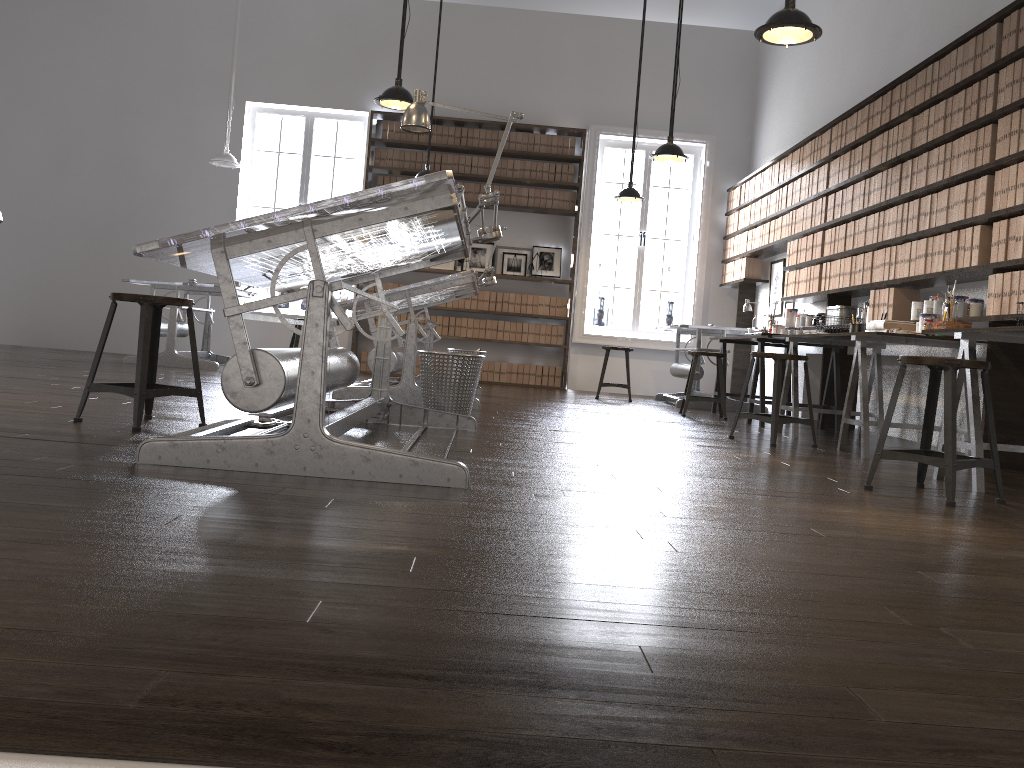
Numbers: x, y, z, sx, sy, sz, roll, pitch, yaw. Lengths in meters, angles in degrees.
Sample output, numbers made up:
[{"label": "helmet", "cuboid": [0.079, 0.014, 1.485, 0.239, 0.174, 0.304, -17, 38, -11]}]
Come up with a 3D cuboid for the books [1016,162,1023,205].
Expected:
[{"label": "books", "cuboid": [2.638, -0.995, 4.444, 0.174, 0.225, 0.066, 5, 0, -2]}]

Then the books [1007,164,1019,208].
[{"label": "books", "cuboid": [2.634, -0.999, 4.516, 0.174, 0.226, 0.067, 5, 0, -1]}]

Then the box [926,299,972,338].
[{"label": "box", "cuboid": [2.306, -0.346, 4.672, 0.137, 0.207, 0.212, 5, 1, -1]}]

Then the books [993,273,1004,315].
[{"label": "books", "cuboid": [2.587, -0.450, 4.559, 0.174, 0.226, 0.066, 5, 0, -2]}]

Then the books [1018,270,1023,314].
[{"label": "books", "cuboid": [2.599, -0.441, 4.358, 0.174, 0.225, 0.066, 5, 0, -1]}]

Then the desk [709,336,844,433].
[{"label": "desk", "cuboid": [2.098, -0.021, 7.136, 0.655, 0.669, 1.669, 5, 2, -2]}]

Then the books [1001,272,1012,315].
[{"label": "books", "cuboid": [2.589, -0.447, 4.487, 0.174, 0.226, 0.067, 5, 0, -1]}]

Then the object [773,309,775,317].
[{"label": "object", "cuboid": [2.255, -0.553, 7.655, 0.006, 0.193, 0.055, 5, 0, -3]}]

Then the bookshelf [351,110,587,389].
[{"label": "bookshelf", "cuboid": [-0.532, -1.176, 10.315, 2.473, 3.725, 0.412, 5, -1, -1]}]

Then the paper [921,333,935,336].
[{"label": "paper", "cuboid": [2.146, -0.272, 4.683, 0.137, 0.038, 0.155, 5, 2, 13]}]

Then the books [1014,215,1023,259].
[{"label": "books", "cuboid": [2.615, -0.720, 4.416, 0.174, 0.226, 0.066, 5, 0, -2]}]

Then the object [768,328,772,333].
[{"label": "object", "cuboid": [2.202, -0.419, 7.532, 0.049, 0.112, 0.049, 5, 0, -5]}]

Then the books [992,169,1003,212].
[{"label": "books", "cuboid": [2.636, -1.004, 4.657, 0.174, 0.226, 0.066, 5, 0, -2]}]

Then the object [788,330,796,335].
[{"label": "object", "cuboid": [2.304, -0.396, 7.303, 0.063, 0.093, 0.063, 4, 0, -42]}]

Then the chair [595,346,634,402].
[{"label": "chair", "cuboid": [1.020, -0.099, 8.713, 0.358, 0.528, 0.371, 5, 0, 7]}]

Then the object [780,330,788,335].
[{"label": "object", "cuboid": [2.259, -0.402, 7.357, 0.062, 0.094, 0.061, 5, 0, 39]}]

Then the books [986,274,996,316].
[{"label": "books", "cuboid": [2.588, -0.453, 4.632, 0.174, 0.226, 0.066, 5, 0, -2]}]

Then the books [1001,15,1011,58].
[{"label": "books", "cuboid": [2.701, -1.826, 4.692, 0.174, 0.225, 0.066, 5, 0, -1]}]

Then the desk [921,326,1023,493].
[{"label": "desk", "cuboid": [2.199, 0.147, 3.232, 0.655, 0.669, 1.669, 5, 2, -2]}]

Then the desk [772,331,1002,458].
[{"label": "desk", "cuboid": [2.144, 0.055, 5.372, 0.655, 0.669, 1.669, 5, 2, -2]}]

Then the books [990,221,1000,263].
[{"label": "books", "cuboid": [2.614, -0.729, 4.636, 0.174, 0.225, 0.066, 5, 0, -2]}]

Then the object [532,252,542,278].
[{"label": "object", "cuboid": [0.282, -1.369, 10.206, 0.118, 0.304, 0.040, 5, -1, -1]}]

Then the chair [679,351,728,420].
[{"label": "chair", "cuboid": [1.551, 0.009, 7.116, 0.358, 0.528, 0.371, 5, 0, 7]}]

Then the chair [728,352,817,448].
[{"label": "chair", "cuboid": [1.533, 0.088, 5.141, 0.358, 0.528, 0.372, 4, 0, -28]}]

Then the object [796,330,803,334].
[{"label": "object", "cuboid": [2.353, -0.391, 7.257, 0.061, 0.094, 0.062, 4, 0, -42]}]

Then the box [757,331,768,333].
[{"label": "box", "cuboid": [2.223, -0.415, 7.698, 0.137, 0.083, 0.212, 5, 2, -2]}]

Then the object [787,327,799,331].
[{"label": "object", "cuboid": [2.352, -0.410, 7.421, 0.094, 0.128, 0.095, 5, 0, 2]}]

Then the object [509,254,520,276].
[{"label": "object", "cuboid": [0.029, -1.367, 10.190, 0.124, 0.260, 0.040, 5, -1, -1]}]

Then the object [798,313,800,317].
[{"label": "object", "cuboid": [2.534, -0.551, 7.784, 0.051, 0.139, 0.050, 5, 0, -4]}]

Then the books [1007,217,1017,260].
[{"label": "books", "cuboid": [2.618, -0.723, 4.487, 0.174, 0.226, 0.066, 5, 0, -2]}]

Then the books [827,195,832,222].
[{"label": "books", "cuboid": [2.597, -1.376, 7.013, 0.174, 0.225, 0.066, 5, 0, -2]}]

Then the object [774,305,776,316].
[{"label": "object", "cuboid": [2.265, -0.566, 7.664, 0.021, 0.228, 0.007, 5, -1, 10]}]

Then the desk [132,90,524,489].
[{"label": "desk", "cuboid": [-0.544, -0.450, 3.499, 1.076, 1.387, 2.070, 5, 1, -2]}]

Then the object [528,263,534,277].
[{"label": "object", "cuboid": [0.217, -1.303, 10.168, 0.066, 0.166, 0.040, 5, 0, -2]}]

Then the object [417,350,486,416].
[{"label": "object", "cuboid": [-0.328, 0.028, 4.581, 0.353, 0.378, 0.352, 5, 1, 20]}]

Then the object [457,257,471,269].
[{"label": "object", "cuboid": [-0.547, -1.413, 10.163, 0.174, 0.260, 0.040, 5, -1, -1]}]

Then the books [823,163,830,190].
[{"label": "books", "cuboid": [2.610, -1.655, 7.133, 0.174, 0.226, 0.067, 5, 0, -2]}]

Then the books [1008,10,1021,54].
[{"label": "books", "cuboid": [2.698, -1.824, 4.618, 0.174, 0.226, 0.067, 5, 0, -2]}]

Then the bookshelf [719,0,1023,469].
[{"label": "bookshelf", "cuboid": [2.648, -0.466, 5.572, 0.373, 3.206, 9.183, 5, 2, -2]}]

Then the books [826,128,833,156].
[{"label": "books", "cuboid": [2.632, -1.932, 7.128, 0.174, 0.226, 0.066, 5, 0, -1]}]

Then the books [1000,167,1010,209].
[{"label": "books", "cuboid": [2.636, -1.001, 4.587, 0.174, 0.226, 0.066, 5, 0, -2]}]

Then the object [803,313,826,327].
[{"label": "object", "cuboid": [2.528, -0.513, 7.362, 0.235, 0.162, 0.107, 4, 1, -36]}]

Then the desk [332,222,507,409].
[{"label": "desk", "cuboid": [-0.631, -0.594, 6.850, 1.076, 1.387, 2.281, 5, 2, -2]}]

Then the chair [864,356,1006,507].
[{"label": "chair", "cuboid": [1.606, 0.168, 3.331, 0.371, 0.528, 0.359, 4, 0, -33]}]

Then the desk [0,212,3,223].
[{"label": "desk", "cuboid": [-3.754, -0.760, 4.730, 1.076, 1.387, 2.070, 5, 1, -2]}]

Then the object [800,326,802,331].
[{"label": "object", "cuboid": [2.381, -0.411, 7.317, 0.004, 0.133, 0.029, 5, -1, -6]}]

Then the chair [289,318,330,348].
[{"label": "chair", "cuboid": [-1.555, -0.229, 6.788, 0.371, 0.528, 0.359, 4, 0, -23]}]

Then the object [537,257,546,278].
[{"label": "object", "cuboid": [0.348, -1.343, 10.235, 0.110, 0.262, 0.040, 5, -1, -1]}]

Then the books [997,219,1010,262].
[{"label": "books", "cuboid": [2.610, -0.726, 4.562, 0.174, 0.226, 0.067, 5, 0, -1]}]

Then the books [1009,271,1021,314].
[{"label": "books", "cuboid": [2.595, -0.444, 4.424, 0.174, 0.225, 0.066, 5, 0, -2]}]

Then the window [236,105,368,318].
[{"label": "window", "cuboid": [-2.442, -1.974, 10.321, 1.482, 2.499, 0.153, 5, -1, -1]}]

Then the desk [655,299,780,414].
[{"label": "desk", "cuboid": [2.043, -0.311, 8.771, 1.071, 1.098, 1.269, 5, 1, -2]}]

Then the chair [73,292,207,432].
[{"label": "chair", "cuboid": [-1.463, -0.089, 3.557, 0.359, 0.528, 0.371, 5, 0, 27]}]

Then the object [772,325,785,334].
[{"label": "object", "cuboid": [2.244, -0.427, 7.466, 0.104, 0.142, 0.105, 5, 0, -9]}]

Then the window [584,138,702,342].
[{"label": "window", "cuboid": [1.511, -1.661, 10.301, 1.244, 2.311, 0.153, 5, -1, -1]}]

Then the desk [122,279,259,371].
[{"label": "desk", "cuboid": [-3.003, -0.763, 8.703, 1.171, 1.189, 1.269, 5, 1, -2]}]

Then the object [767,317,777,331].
[{"label": "object", "cuboid": [2.377, -0.512, 7.618, 0.345, 0.146, 0.077, 5, 0, 21]}]
